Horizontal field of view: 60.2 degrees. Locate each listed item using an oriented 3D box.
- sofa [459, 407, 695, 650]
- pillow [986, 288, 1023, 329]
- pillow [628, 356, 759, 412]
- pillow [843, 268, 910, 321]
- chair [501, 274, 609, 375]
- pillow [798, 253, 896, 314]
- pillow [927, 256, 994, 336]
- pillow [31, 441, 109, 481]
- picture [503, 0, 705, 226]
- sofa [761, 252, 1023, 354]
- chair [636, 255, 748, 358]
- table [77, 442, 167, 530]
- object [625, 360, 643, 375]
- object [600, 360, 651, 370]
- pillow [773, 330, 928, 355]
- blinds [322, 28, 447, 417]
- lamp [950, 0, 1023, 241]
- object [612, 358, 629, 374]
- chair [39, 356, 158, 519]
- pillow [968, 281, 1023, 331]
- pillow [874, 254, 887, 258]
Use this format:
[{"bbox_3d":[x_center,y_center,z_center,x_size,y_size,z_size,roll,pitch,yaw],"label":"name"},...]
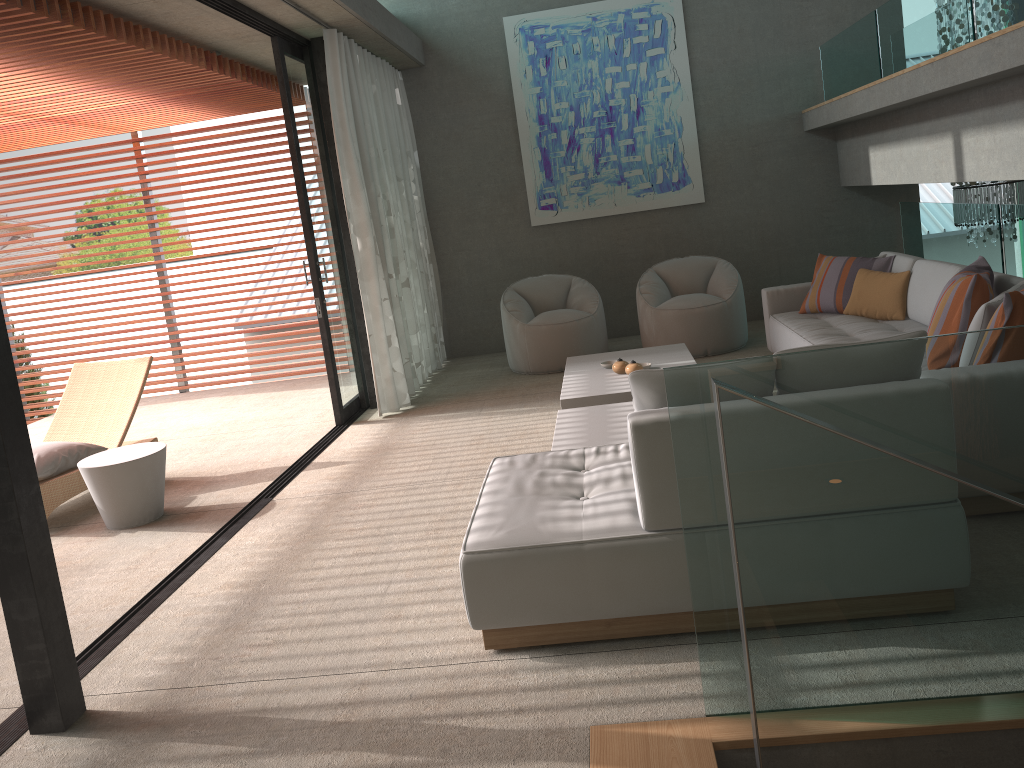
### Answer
[{"bbox_3d":[0.645,0.341,3.263,1.594,0.726,1.026,-7,10,6],"label":"sofa"},{"bbox_3d":[2.153,-0.216,3.715,0.704,0.499,0.279,-16,11,-40],"label":"pillow"},{"bbox_3d":[0.649,0.152,2.988,0.491,0.478,0.269,-7,8,7],"label":"pillow"},{"bbox_3d":[2.441,-0.594,5.848,0.227,0.321,0.465,-13,11,-30],"label":"pillow"},{"bbox_3d":[0.373,-0.567,7.937,0.920,0.780,0.933,-6,9,10],"label":"chair"},{"bbox_3d":[2.345,-0.698,6.198,0.344,0.437,0.656,-15,12,-39],"label":"pillow"},{"bbox_3d":[2.197,-0.333,4.330,0.310,0.489,0.747,-4,11,29],"label":"pillow"},{"bbox_3d":[-2.904,0.472,5.361,0.594,0.192,0.602,-5,11,18],"label":"pillow"},{"bbox_3d":[0.902,-2.681,8.654,1.718,2.029,0.030,-7,7,6],"label":"picture"},{"bbox_3d":[2.273,-0.254,5.028,1.047,0.745,3.506,-7,11,7],"label":"sofa"},{"bbox_3d":[1.558,-0.691,7.714,0.920,0.780,0.933,-3,11,30],"label":"chair"},{"bbox_3d":[-2.200,0.592,5.075,0.476,0.389,0.479,-10,10,-12],"label":"table"},{"bbox_3d":[0.799,-0.106,5.792,0.119,0.105,0.121,0,12,41],"label":"object"},{"bbox_3d":[0.779,-0.121,6.059,0.156,0.039,0.438,-16,14,-36],"label":"object"},{"bbox_3d":[1.122,0.085,2.932,0.491,0.493,0.241,-7,8,7],"label":"pillow"},{"bbox_3d":[-1.035,-1.431,7.774,0.223,2.894,2.455,-7,9,7],"label":"blinds"},{"bbox_3d":[4.161,-3.205,7.918,1.003,3.901,1.006,-10,7,-13],"label":"lamp"},{"bbox_3d":[0.730,-0.123,5.931,0.119,0.105,0.121,-6,9,11],"label":"object"},{"bbox_3d":[-3.060,0.498,5.056,0.698,0.818,2.328,-5,11,21],"label":"chair"},{"bbox_3d":[2.198,-0.243,4.011,0.600,0.401,0.239,-16,11,-40],"label":"pillow"},{"bbox_3d":[2.425,-0.703,6.383,0.618,0.416,0.315,1,12,43],"label":"pillow"}]
